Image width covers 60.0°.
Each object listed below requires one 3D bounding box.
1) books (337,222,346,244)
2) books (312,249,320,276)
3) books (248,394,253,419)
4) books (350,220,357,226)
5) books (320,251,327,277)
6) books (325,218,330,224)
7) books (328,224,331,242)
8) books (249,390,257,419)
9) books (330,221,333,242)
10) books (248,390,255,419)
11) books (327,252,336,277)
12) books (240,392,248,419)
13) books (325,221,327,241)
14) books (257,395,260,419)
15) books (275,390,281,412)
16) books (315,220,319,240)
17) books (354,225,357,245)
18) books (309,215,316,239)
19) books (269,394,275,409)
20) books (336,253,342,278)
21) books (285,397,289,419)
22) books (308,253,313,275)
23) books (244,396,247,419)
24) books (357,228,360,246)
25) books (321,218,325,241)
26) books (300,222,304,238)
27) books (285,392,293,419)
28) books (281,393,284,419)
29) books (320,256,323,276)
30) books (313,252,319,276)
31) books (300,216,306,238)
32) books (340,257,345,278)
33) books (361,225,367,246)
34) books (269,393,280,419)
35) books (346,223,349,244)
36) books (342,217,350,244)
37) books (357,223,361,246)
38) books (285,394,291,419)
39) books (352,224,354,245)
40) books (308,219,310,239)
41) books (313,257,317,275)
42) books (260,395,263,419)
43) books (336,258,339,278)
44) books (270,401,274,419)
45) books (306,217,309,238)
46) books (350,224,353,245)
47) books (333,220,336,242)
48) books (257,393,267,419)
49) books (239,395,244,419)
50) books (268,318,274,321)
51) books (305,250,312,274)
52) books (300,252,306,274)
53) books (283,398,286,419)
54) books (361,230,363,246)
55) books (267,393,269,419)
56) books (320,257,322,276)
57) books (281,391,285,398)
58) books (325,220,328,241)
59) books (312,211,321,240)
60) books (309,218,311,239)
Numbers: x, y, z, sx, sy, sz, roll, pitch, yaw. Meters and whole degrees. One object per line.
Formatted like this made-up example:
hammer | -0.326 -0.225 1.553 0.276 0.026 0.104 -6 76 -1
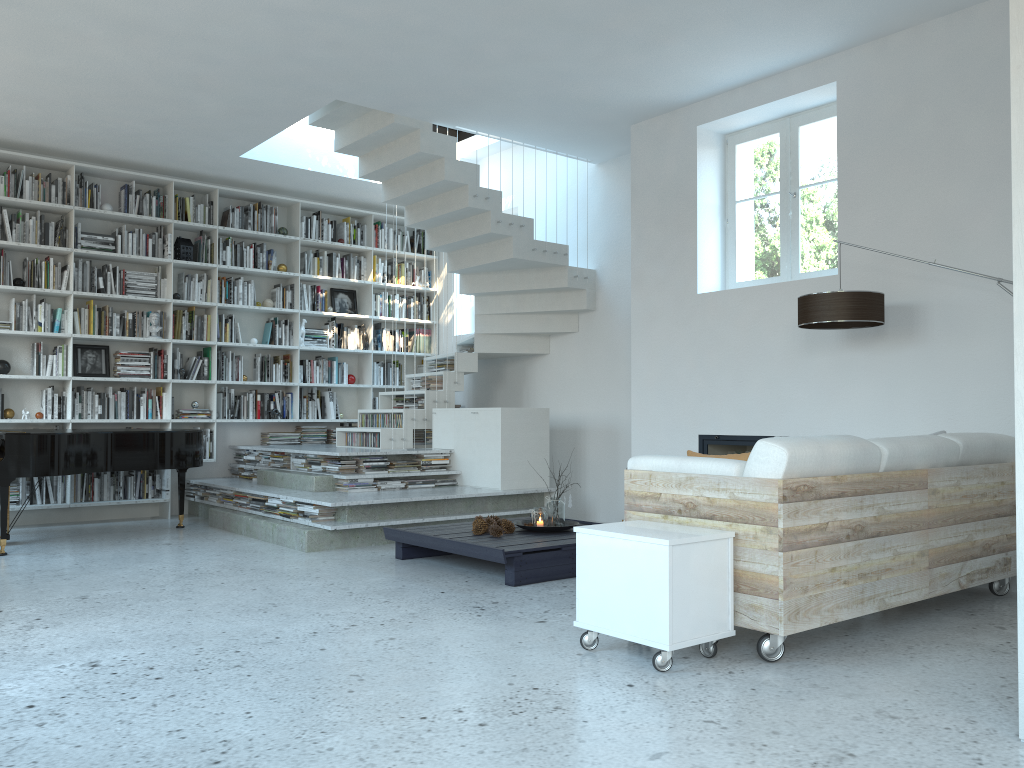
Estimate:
books | -1.818 -1.588 9.456 0.019 0.256 0.169 1 -2 -39
books | -2.054 -1.248 9.275 0.011 0.296 0.162 1 -2 -39
books | -2.616 0.223 8.777 0.025 0.252 0.181 1 -2 -39
books | -1.717 -1.605 9.564 0.020 0.299 0.131 1 -2 -39
books | -1.993 -1.242 9.315 0.026 0.288 0.156 1 -2 -39
books | -1.963 -1.603 9.374 0.012 0.279 0.153 1 -2 -39
books | -1.960 -1.565 9.342 0.024 0.202 0.190 1 -2 -39
books | -2.571 0.205 8.810 0.012 0.293 0.175 1 -2 -39
books | -1.937 -1.590 9.391 0.012 0.254 0.161 1 -2 -39
books | -2.594 0.209 8.819 0.012 0.285 0.159 1 -2 -39
books | -1.925 -1.231 9.315 0.032 0.265 0.245 1 -2 -39
books | -2.647 0.215 8.766 0.014 0.268 0.171 1 -2 -39
books | -1.998 -1.584 9.319 0.022 0.236 0.172 1 -2 -39
books | -2.556 0.230 8.825 0.031 0.244 0.184 1 -2 -39
books | -2.373 0.211 8.989 0.013 0.294 0.134 1 -2 -39
books | -2.067 -1.583 9.271 0.030 0.231 0.148 1 -2 -39
books | -1.719 -1.574 9.536 0.018 0.235 0.186 1 -2 -39
books | -2.096 -1.607 9.245 0.048 0.278 0.150 1 -2 -39
books | -2.433 0.231 8.935 0.012 0.249 0.164 1 -2 -39
books | -1.865 -1.235 9.434 0.048 0.283 0.162 1 -2 -39
books | -2.312 0.245 9.016 0.025 0.228 0.175 1 -2 -39
books | -2.114 -1.227 9.239 0.026 0.250 0.130 1 -2 -39
books | -2.664 0.235 8.756 0.024 0.228 0.159 1 -2 -39
books | -1.690 -1.561 9.567 0.029 0.210 0.169 1 -2 -39
books | -2.011 -1.597 9.307 0.014 0.262 0.168 1 -2 -39
books | -2.195 -1.563 9.146 0.022 0.182 0.190 1 -2 -39
books | -2.276 0.224 9.053 0.025 0.272 0.171 1 -2 -39
books | -2.360 0.226 9.000 0.021 0.264 0.150 1 -2 -39
books | -2.025 -1.216 9.315 0.024 0.236 0.146 1 -2 -39
books | -2.063 -1.231 9.256 0.026 0.261 0.167 1 -2 -39
books | -2.183 -1.597 9.171 0.025 0.250 0.178 1 -2 -39
books | -1.826 -1.213 9.435 0.014 0.240 0.189 1 -2 -39
books | -1.626 -1.585 9.621 0.026 0.263 0.163 1 -2 -39
books | -2.399 0.224 8.955 0.070 0.266 0.186 1 -2 -39
books | -1.798 -1.585 9.483 0.016 0.251 0.189 1 -2 -39
books | -1.775 -1.619 9.502 0.007 0.320 0.165 1 -2 -39
books | -1.680 -1.594 9.599 0.025 0.279 0.136 1 -2 -39
books | -2.296 0.231 9.037 0.026 0.258 0.156 1 -2 -39
books | -1.746 -1.585 9.542 0.017 0.257 0.146 1 -2 -39
books | -2.145 -1.585 9.205 0.024 0.231 0.168 1 -2 -39
books | -2.080 -1.205 9.236 0.025 0.207 0.175 1 -2 -39
books | -2.529 0.232 8.873 0.021 0.242 0.131 1 -2 -39
books | -1.891 -1.211 9.378 0.030 0.230 0.187 1 -2 -39
books | -2.445 0.265 8.921 0.025 0.181 0.169 1 -2 -39
books | -2.160 -1.592 9.183 0.026 0.241 0.184 1 -2 -39
books | -1.755 -1.582 9.515 0.031 0.248 0.164 1 -2 -39
books | -1.913 -1.591 9.394 0.030 0.257 0.165 1 -2 -39
books | -2.501 0.222 8.875 0.026 0.262 0.173 1 -2 -39
books | -2.687 0.231 8.742 0.029 0.234 0.142 1 -2 -39
books | -2.438 -0.522 8.969 0.016 0.290 0.135 1 -2 -39
books | -2.139 -1.244 9.208 0.051 0.282 0.166 1 -2 -39
books | -2.175 -1.231 9.181 0.012 0.254 0.161 1 -2 -39
books | -2.339 0.249 9.000 0.013 0.220 0.168 1 -2 -39
books | -1.662 -1.559 9.620 0.031 0.211 0.131 1 -2 -39
books | -2.485 0.223 8.896 0.026 0.263 0.169 1 -2 -39
books | -2.038 -1.211 9.287 0.030 0.224 0.158 1 -2 -39
books | -2.345 0.218 9.029 0.012 0.282 0.143 1 -2 -39
books | -1.986 -1.592 9.339 0.021 0.254 0.151 1 -2 -39
books | -2.043 -1.633 9.278 0.014 0.332 0.180 1 -2 -39
books | -2.136 -1.594 9.235 0.027 0.249 0.140 1 -2 -39
